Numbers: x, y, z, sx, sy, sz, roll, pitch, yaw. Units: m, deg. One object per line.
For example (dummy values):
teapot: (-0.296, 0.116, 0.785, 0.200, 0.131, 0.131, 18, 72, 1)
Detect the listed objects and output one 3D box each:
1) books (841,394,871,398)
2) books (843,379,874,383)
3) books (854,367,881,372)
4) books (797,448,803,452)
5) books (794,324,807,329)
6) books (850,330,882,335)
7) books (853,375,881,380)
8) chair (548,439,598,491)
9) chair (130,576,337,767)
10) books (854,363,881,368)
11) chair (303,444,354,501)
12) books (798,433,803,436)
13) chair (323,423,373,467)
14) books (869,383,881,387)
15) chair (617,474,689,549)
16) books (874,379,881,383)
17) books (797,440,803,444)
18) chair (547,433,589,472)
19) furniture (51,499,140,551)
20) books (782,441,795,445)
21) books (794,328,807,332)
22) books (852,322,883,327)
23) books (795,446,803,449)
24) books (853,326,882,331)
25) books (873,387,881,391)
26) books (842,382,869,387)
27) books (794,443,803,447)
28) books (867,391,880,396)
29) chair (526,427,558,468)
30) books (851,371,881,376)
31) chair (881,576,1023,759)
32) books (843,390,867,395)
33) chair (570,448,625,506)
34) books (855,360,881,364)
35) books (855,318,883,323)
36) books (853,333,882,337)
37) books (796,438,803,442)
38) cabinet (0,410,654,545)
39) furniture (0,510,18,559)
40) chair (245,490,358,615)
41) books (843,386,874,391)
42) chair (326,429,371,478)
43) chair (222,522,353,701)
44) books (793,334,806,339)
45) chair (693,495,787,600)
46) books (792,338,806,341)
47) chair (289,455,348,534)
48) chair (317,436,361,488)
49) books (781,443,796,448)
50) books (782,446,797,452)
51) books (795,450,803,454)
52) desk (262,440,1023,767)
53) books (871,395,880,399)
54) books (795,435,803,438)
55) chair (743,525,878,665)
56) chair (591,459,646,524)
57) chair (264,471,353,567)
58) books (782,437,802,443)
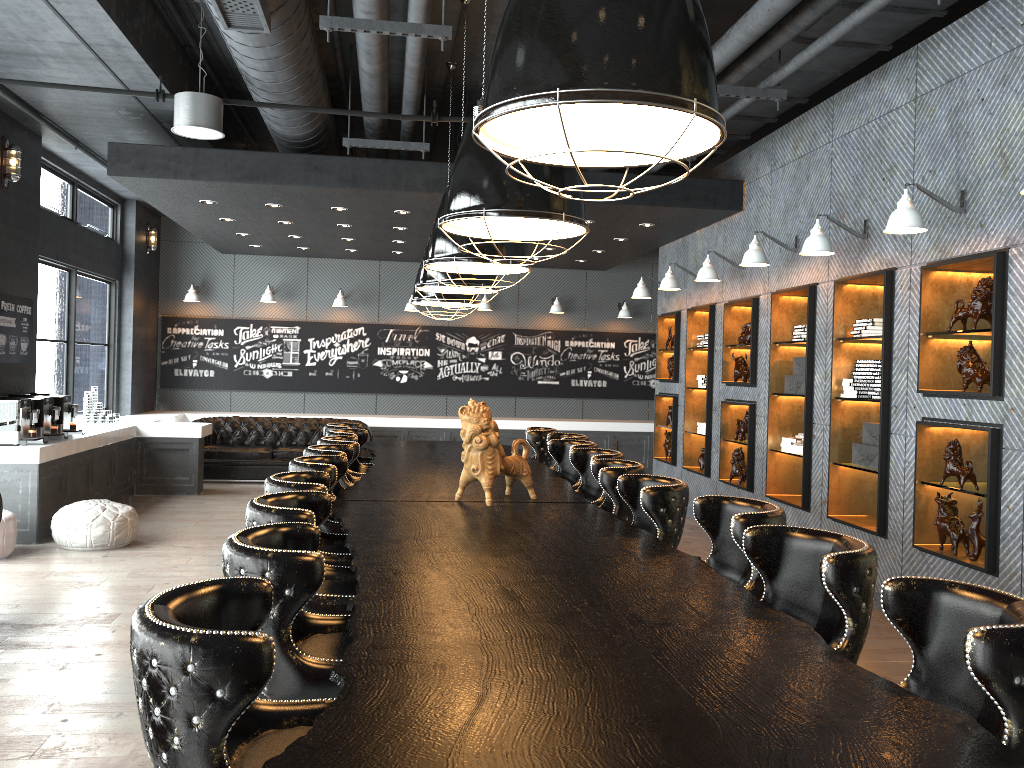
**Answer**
books: (2.602, 0.090, 6.583, 0.245, 0.028, 0.193, 1, 1, -15)
books: (2.612, -0.022, 6.583, 0.245, 0.028, 0.193, 2, 1, -1)
books: (2.665, -0.103, 6.478, 0.193, 0.028, 0.245, 1, 1, -38)
books: (2.474, 0.551, 7.351, 0.158, 0.021, 0.224, 2, 1, 1)
books: (2.525, -0.483, 7.501, 0.193, 0.028, 0.245, 2, 1, -5)
books: (2.644, -0.381, 6.575, 0.193, 0.028, 0.245, 2, 1, 3)
books: (2.643, -0.047, 6.452, 0.193, 0.028, 0.245, 1, 1, -39)
chair: (0.316, 0.956, 6.323, 0.568, 1.092, 0.504, 1, 0, -18)
chair: (-0.514, 1.000, 1.877, 0.568, 1.092, 0.504, 1, 0, -16)
books: (2.653, -0.132, 6.464, 0.245, 0.028, 0.193, 2, 1, 43)
chair: (-1.000, 0.932, 5.424, 0.568, 1.092, 0.504, 2, 0, -5)
books: (2.504, 0.423, 7.352, 0.185, 0.024, 0.212, 1, 1, -14)
chair: (-1.328, 0.891, 7.544, 0.568, 1.092, 0.504, 2, 0, 1)
books: (2.702, 0.013, 6.305, 0.193, 0.028, 0.245, 1, 1, -18)
chair: (0.532, 0.994, 4.186, 0.568, 1.092, 0.504, 2, 0, -6)
books: (2.718, -0.015, 6.268, 0.193, 0.028, 0.245, 1, 1, -13)
books: (2.479, 0.488, 7.356, 0.197, 0.023, 0.248, 2, 1, 9)
chair: (0.313, 0.945, 7.015, 0.568, 1.092, 0.504, 2, 0, -11)
furniture: (-3.572, 1.196, 7.611, 0.679, 0.383, 0.679, 2, 1, -8)
books: (2.486, 0.509, 7.674, 0.243, 0.024, 0.175, 1, 1, -9)
books: (2.539, -0.455, 7.544, 0.193, 0.028, 0.245, 2, 1, -2)
books: (2.679, -0.436, 6.556, 0.193, 0.028, 0.245, 1, 1, -16)
books: (2.474, 0.529, 7.352, 0.202, 0.022, 0.228, 2, 1, -5)
books: (2.667, -0.408, 6.558, 0.193, 0.028, 0.245, 2, 1, 0)
books: (2.724, 0.042, 6.289, 0.193, 0.028, 0.245, 1, 1, -12)
books: (2.593, 0.006, 6.561, 0.245, 0.028, 0.193, 2, 1, 5)
books: (2.469, 0.509, 7.349, 0.205, 0.019, 0.264, 1, 1, -9)
books: (2.662, 0.068, 6.293, 0.193, 0.028, 0.245, 2, 1, 3)
chair: (0.105, 0.928, 7.737, 0.568, 1.092, 0.504, 2, 0, 1)
books: (2.635, -0.075, 6.453, 0.193, 0.028, 0.245, 1, 1, -36)
chair: (0.926, 1.037, 2.054, 0.568, 1.092, 0.504, 2, 0, 1)
books: (2.608, 0.063, 6.543, 0.245, 0.028, 0.193, 1, 1, -9)
chair: (0.414, 0.969, 5.625, 0.568, 1.092, 0.504, 2, 0, -13)
books: (2.668, -0.159, 6.460, 0.193, 0.028, 0.245, 1, 1, -33)
books: (2.690, -0.464, 6.550, 0.193, 0.028, 0.245, 1, 1, -8)
books: (2.647, -0.352, 6.548, 0.193, 0.028, 0.245, 2, 1, 8)
books: (2.507, 0.467, 7.343, 0.244, 0.023, 0.247, 1, 1, -23)
cabinet: (-0.919, 0.987, 11.170, 8.419, 0.827, 6.312, 1, 1, -8)
furniture: (-4.269, 1.196, 7.018, 0.615, 0.420, 0.610, 1, 1, -14)
chair: (-0.709, 0.973, 3.299, 0.568, 1.092, 0.504, 2, 0, -4)
books: (2.620, 0.034, 6.595, 0.245, 0.028, 0.193, 2, 1, -2)
chair: (-1.158, 0.907, 6.835, 0.568, 1.092, 0.504, 2, 0, 1)
chair: (-0.568, 0.987, 2.609, 0.568, 1.092, 0.504, 2, 0, -14)
books: (2.512, -0.399, 7.510, 0.193, 0.028, 0.245, 2, 1, 3)
chair: (0.764, 1.011, 3.480, 0.568, 1.092, 0.504, 2, 0, -6)
books: (2.519, -0.371, 7.521, 0.193, 0.028, 0.245, 1, 1, -8)
chair: (-0.911, 0.946, 4.719, 0.568, 1.092, 0.504, 2, 0, -4)
chair: (-1.069, 0.920, 6.125, 0.568, 1.092, 0.504, 2, 0, -11)
books: (2.466, 0.532, 7.650, 0.166, 0.024, 0.227, 1, 1, -40)
books: (2.475, 0.561, 7.636, 0.179, 0.034, 0.243, 1, 1, -29)
books: (2.467, 0.571, 7.343, 0.167, 0.023, 0.228, 1, 1, -8)
desk: (-0.192, 1.062, 4.517, 1.433, 0.927, 7.595, 2, 1, -8)
books: (2.694, 0.098, 6.277, 0.193, 0.028, 0.245, 2, 1, -4)
books: (2.482, 0.444, 7.343, 0.197, 0.020, 0.206, 2, 1, -6)
chair: (0.819, 1.024, 2.765, 0.568, 1.092, 0.504, 1, 0, -16)
chair: (0.446, 0.980, 4.943, 0.568, 1.092, 0.504, 2, 0, 0)
chair: (-0.831, 0.959, 3.976, 0.568, 1.092, 0.504, 2, 0, -10)
books: (2.473, 0.482, 7.636, 0.225, 0.029, 0.179, 1, 1, -23)
